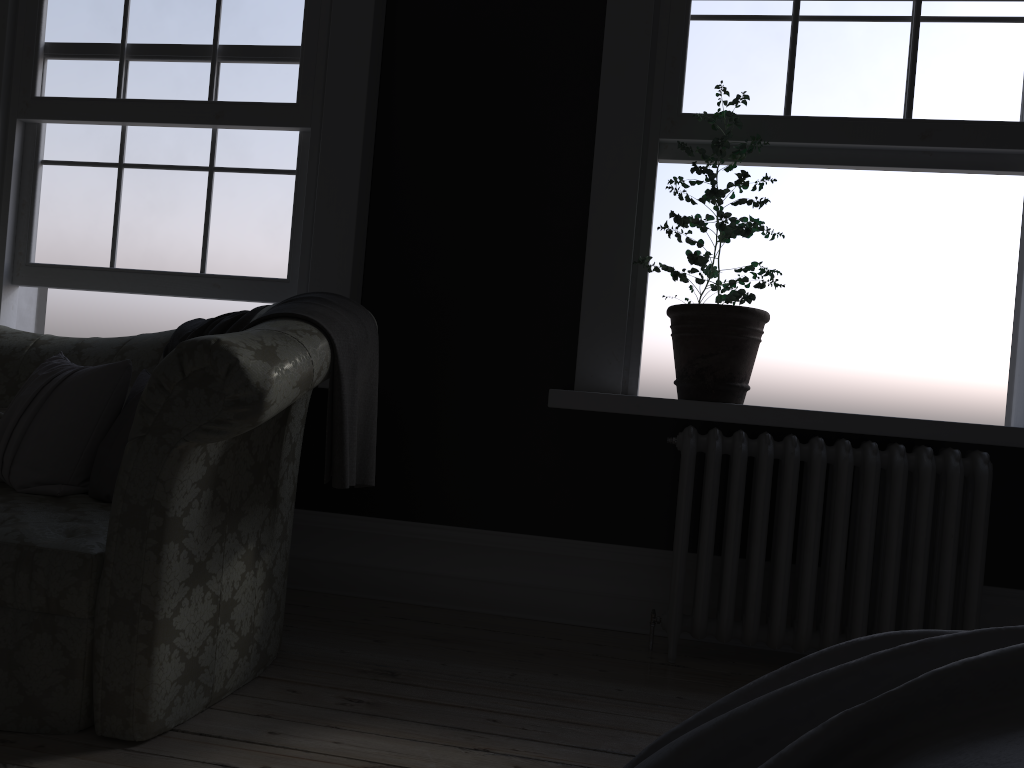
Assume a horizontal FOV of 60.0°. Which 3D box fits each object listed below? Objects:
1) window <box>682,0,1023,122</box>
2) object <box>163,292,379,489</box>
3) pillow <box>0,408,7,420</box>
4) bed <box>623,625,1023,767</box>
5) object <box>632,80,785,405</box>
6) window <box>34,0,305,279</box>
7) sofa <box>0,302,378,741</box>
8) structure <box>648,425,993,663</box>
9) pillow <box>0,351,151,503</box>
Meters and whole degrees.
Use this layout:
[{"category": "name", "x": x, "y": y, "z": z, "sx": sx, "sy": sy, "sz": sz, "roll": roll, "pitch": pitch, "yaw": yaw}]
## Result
[{"category": "window", "x": 1.282, "y": -1.398, "z": 3.313, "sx": 1.262, "sy": 1.017, "sz": 0.056, "roll": 5, "pitch": 0, "yaw": 10}, {"category": "object", "x": -0.811, "y": -0.002, "z": 2.883, "sx": 0.517, "sy": 0.585, "sz": 1.366, "roll": 5, "pitch": -1, "yaw": -31}, {"category": "pillow", "x": -2.274, "y": 0.075, "z": 2.967, "sx": 1.105, "sy": 0.416, "sz": 0.529, "roll": 5, "pitch": -1, "yaw": 10}, {"category": "bed", "x": 1.292, "y": 0.315, "z": 0.172, "sx": 3.283, "sy": 1.298, "sz": 2.766, "roll": 5, "pitch": -1, "yaw": -1}, {"category": "object", "x": 0.755, "y": -0.499, "z": 3.242, "sx": 0.506, "sy": 1.134, "sz": 0.474, "roll": 5, "pitch": 0, "yaw": -40}, {"category": "window", "x": -1.466, "y": -1.293, "z": 3.800, "sx": 1.262, "sy": 1.671, "sz": 0.056, "roll": 5, "pitch": 0, "yaw": 10}, {"category": "sofa", "x": -1.797, "y": 0.204, "z": 2.952, "sx": 2.812, "sy": 1.160, "sz": 1.607, "roll": 5, "pitch": -1, "yaw": 11}, {"category": "structure", "x": 1.081, "y": 0.608, "z": 3.102, "sx": 1.141, "sy": 0.848, "sz": 0.276, "roll": 5, "pitch": 0, "yaw": 10}, {"category": "pillow", "x": -1.288, "y": 0.135, "z": 2.814, "sx": 0.963, "sy": 0.461, "sz": 0.405, "roll": 5, "pitch": -1, "yaw": 18}]
